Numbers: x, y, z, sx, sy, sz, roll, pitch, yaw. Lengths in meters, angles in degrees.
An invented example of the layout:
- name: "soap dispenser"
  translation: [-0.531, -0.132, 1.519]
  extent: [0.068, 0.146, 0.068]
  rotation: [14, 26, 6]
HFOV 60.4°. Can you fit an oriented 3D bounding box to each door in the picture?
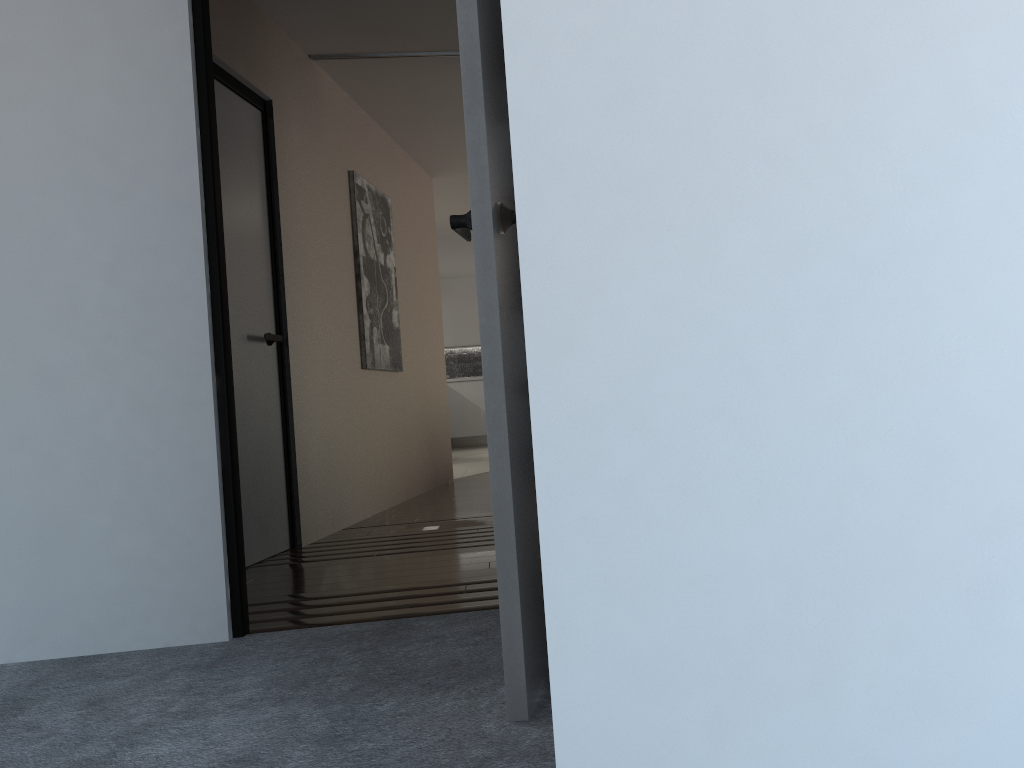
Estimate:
- name: "door"
  translation: [-1.193, -0.287, 3.601]
  extent: [0.152, 2.093, 1.012]
  rotation: [-4, -1, 9]
- name: "door"
  translation: [-0.348, -0.380, 2.115]
  extent: [1.011, 2.093, 0.969]
  rotation: [-4, -1, -4]

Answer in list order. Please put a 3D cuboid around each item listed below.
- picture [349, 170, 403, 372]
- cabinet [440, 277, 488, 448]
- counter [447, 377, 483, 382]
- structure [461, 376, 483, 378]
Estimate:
- name: "picture"
  translation: [-0.842, -0.666, 5.514]
  extent: [0.028, 1.165, 0.760]
  rotation: [-4, -1, 9]
- name: "cabinet"
  translation: [1.808, -0.548, 11.484]
  extent: [6.998, 2.501, 4.400]
  rotation: [-4, -1, -5]
- name: "counter"
  translation: [0.372, -0.156, 12.176]
  extent: [4.075, 0.041, 2.663]
  rotation: [-4, -1, -5]
- name: "structure"
  translation: [-0.476, -0.102, 13.057]
  extent: [0.630, 0.011, 0.561]
  rotation: [-4, -1, -4]
